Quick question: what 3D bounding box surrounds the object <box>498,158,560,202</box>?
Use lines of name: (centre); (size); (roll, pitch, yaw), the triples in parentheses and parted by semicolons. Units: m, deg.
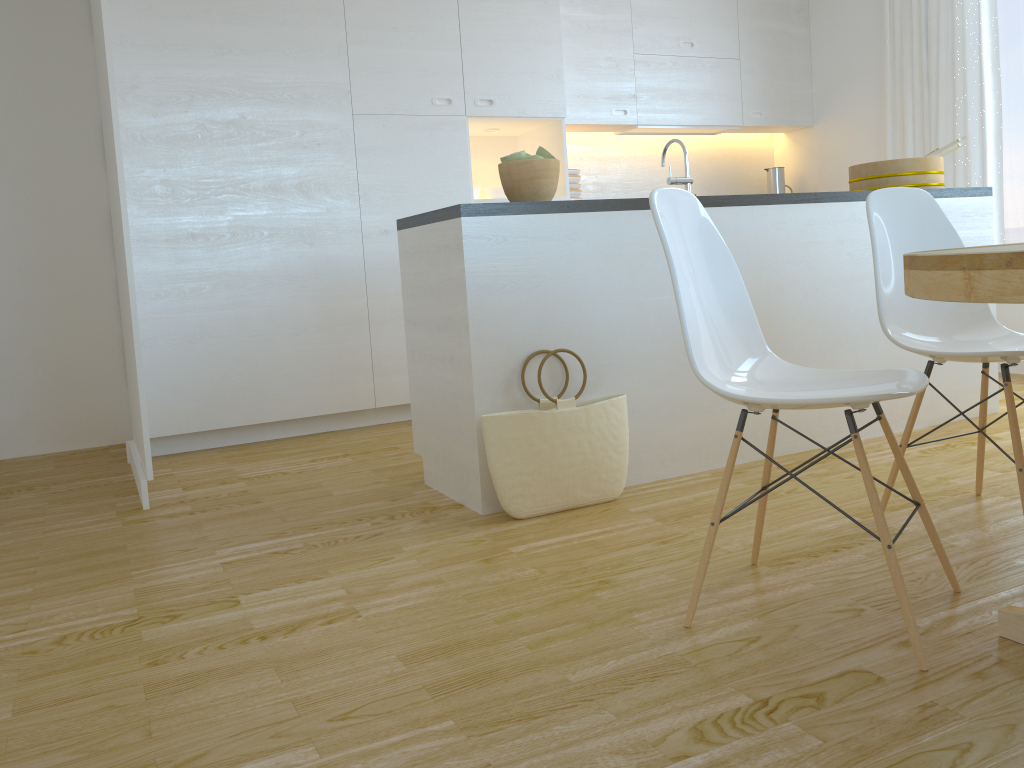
object: (0.060, -0.662, 2.933); (0.205, 0.141, 0.207); (-1, 7, 26)

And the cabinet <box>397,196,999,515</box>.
cabinet: (0.825, -0.216, 3.468); (2.407, 0.906, 0.602); (-7, 6, -25)

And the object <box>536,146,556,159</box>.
object: (0.116, -0.761, 2.954); (0.074, 0.071, 0.078); (-4, 6, -1)

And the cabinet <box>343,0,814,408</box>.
cabinet: (0.575, -1.230, 5.248); (3.209, 2.291, 0.482); (-7, 5, -26)

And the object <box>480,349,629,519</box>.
object: (0.497, 0.156, 2.404); (1.190, 0.499, 0.473); (2, 8, 42)

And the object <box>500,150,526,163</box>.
object: (0.003, -0.731, 2.896); (0.084, 0.065, 0.086); (-5, 6, -13)

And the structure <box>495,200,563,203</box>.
structure: (0.075, -0.685, 4.774); (0.562, 0.593, 0.049); (-7, 5, -26)

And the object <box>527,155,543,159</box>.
object: (0.082, -0.708, 2.904); (0.081, 0.085, 0.098); (-1, 7, 29)

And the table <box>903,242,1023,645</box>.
table: (1.642, 0.061, 1.620); (2.196, 0.722, 1.197); (-8, 7, -27)

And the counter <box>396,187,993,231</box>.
counter: (0.793, -0.687, 3.436); (2.407, 0.040, 0.602); (-7, 8, -25)

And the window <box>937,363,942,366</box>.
window: (1.294, -0.915, 0.937); (1.885, 2.043, 2.556); (-7, 7, -25)

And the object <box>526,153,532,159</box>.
object: (0.046, -0.730, 2.975); (0.102, 0.098, 0.087); (-4, 5, -5)

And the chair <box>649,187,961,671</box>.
chair: (0.592, 0.019, 1.825); (0.523, 0.897, 0.432); (-1, 6, 34)

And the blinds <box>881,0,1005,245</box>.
blinds: (2.342, -1.752, 4.961); (0.150, 2.150, 0.796); (-6, 5, -26)

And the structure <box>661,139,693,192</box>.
structure: (0.553, -0.757, 3.123); (0.097, 0.214, 0.162); (-6, 6, -25)

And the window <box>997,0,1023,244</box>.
window: (3.117, -1.476, 3.844); (0.088, 1.908, 2.735); (-6, 6, -25)

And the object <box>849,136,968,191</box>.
object: (1.678, -0.923, 3.814); (0.429, 0.213, 0.381); (-4, 7, 3)
